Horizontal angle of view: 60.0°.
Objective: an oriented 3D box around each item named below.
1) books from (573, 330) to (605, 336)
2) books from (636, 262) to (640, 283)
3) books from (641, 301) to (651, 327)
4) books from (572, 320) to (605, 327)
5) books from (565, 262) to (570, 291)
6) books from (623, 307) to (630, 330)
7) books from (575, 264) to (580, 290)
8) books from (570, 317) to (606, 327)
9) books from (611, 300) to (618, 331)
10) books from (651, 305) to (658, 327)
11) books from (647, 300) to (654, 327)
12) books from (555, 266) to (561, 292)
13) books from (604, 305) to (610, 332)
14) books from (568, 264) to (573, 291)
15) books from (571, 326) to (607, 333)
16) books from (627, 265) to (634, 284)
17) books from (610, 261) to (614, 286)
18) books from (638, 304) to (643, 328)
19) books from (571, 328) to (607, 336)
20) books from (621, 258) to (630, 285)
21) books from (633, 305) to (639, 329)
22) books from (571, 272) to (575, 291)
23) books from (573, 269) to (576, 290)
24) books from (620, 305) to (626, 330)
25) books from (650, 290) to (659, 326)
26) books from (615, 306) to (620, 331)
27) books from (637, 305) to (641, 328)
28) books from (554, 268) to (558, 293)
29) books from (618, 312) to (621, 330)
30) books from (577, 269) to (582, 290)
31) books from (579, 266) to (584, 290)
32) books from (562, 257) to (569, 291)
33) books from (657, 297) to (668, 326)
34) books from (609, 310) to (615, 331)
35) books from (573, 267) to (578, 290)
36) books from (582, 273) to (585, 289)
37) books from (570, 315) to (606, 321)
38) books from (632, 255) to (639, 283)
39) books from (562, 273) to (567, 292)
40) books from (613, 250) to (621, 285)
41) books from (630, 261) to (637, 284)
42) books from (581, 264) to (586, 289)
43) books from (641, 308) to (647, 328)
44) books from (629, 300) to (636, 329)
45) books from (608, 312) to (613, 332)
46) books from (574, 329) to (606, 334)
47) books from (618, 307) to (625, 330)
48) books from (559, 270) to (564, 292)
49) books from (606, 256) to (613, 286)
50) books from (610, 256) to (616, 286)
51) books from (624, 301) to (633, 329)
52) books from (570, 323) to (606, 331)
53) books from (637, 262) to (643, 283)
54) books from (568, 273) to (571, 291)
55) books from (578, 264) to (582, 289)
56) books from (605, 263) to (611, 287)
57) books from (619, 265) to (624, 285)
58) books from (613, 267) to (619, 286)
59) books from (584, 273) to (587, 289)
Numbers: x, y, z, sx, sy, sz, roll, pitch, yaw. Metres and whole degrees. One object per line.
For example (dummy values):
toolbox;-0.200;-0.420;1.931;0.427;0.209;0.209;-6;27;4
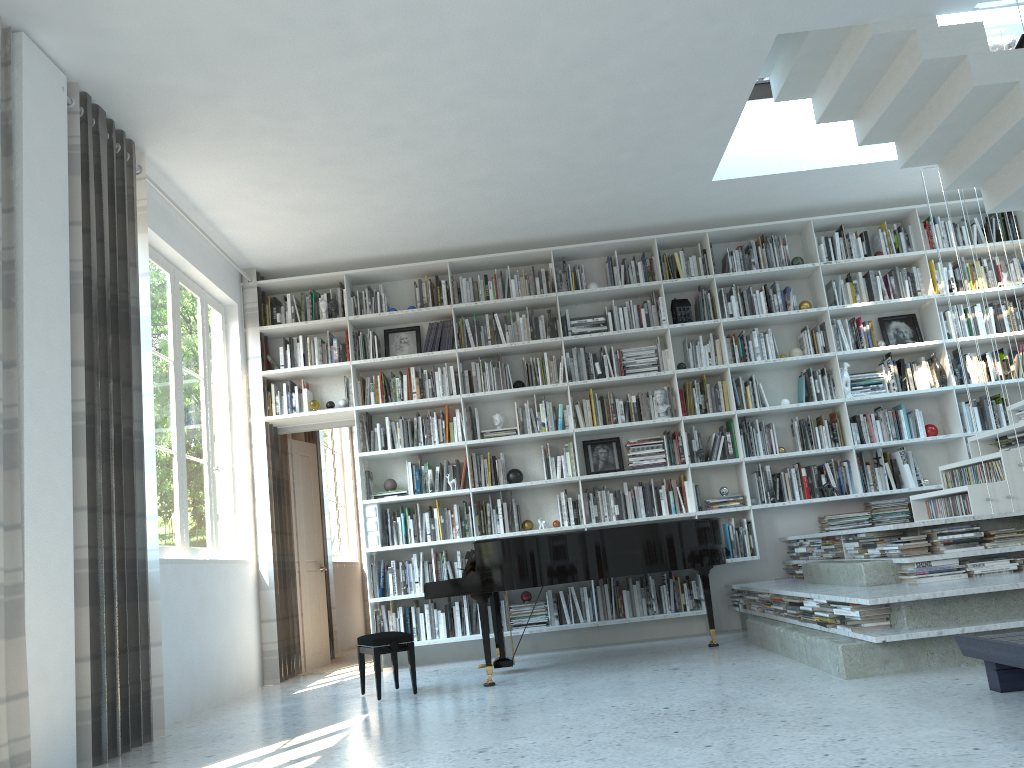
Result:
books;0.626;-0.395;7.190;0.254;0.012;0.161;-7;-12;5
books;1.024;-0.868;7.263;0.012;0.216;0.180;-6;-11;1
books;1.088;-0.530;7.191;0.032;0.248;0.173;-6;-11;1
books;0.619;-0.471;7.207;0.254;0.025;0.161;-6;-12;-3
books;0.458;-0.841;7.287;0.010;0.295;0.153;-6;-11;1
books;0.923;-0.495;7.198;0.028;0.218;0.184;-6;-11;1
books;0.536;-0.834;7.281;0.013;0.264;0.147;-6;-11;1
books;0.616;-0.494;7.216;0.285;0.024;0.160;-7;-12;3
books;0.830;-0.520;7.189;0.011;0.283;0.190;-6;-11;1
books;1.149;-0.514;7.188;0.029;0.202;0.192;-6;-11;1
books;1.117;-0.536;7.207;0.029;0.261;0.133;-6;-11;1
books;0.380;-0.813;7.270;0.026;0.252;0.186;-6;-11;1
books;0.772;-0.495;7.203;0.012;0.253;0.161;-6;-11;1
books;0.481;-0.831;7.269;0.011;0.264;0.163;-6;-11;1
books;0.622;-0.429;7.203;0.285;0.012;0.160;-6;-12;-1
books;0.969;-0.855;7.261;0.033;0.202;0.166;-6;-11;1
books;0.816;-0.866;7.284;0.011;0.266;0.129;-6;-11;1
books;1.039;-0.514;7.194;0.012;0.230;0.158;-6;-11;1
books;0.623;-0.418;7.199;0.285;0.012;0.160;-6;-12;-2
books;0.935;-0.880;7.287;0.028;0.269;0.140;-6;-11;1
books;1.000;-0.507;7.188;0.023;0.222;0.191;-6;-11;1
books;0.502;-0.796;7.275;0.023;0.195;0.172;-6;-11;1
books;0.515;-0.812;7.298;0.006;0.232;0.136;-6;-11;1
books;0.902;-0.503;7.210;0.012;0.244;0.131;-6;-11;1
books;1.163;-0.578;7.209;0.012;0.333;0.156;-6;-11;1
books;0.849;-0.496;7.200;0.021;0.237;0.172;-6;-11;1
books;1.028;-0.512;7.201;0.010;0.230;0.152;-6;-11;1
books;0.361;-0.808;7.289;0.012;0.253;0.161;-6;-11;1
books;0.867;-0.479;7.208;0.011;0.203;0.133;-6;-11;1
books;0.552;-0.815;7.273;0.016;0.219;0.144;-6;-11;1
books;0.570;-0.828;7.292;0.013;0.249;0.148;-6;-11;1
books;0.444;-0.860;7.296;0.014;0.340;0.145;-6;-11;1
books;1.200;-0.548;7.136;0.037;0.236;0.273;-6;-11;1
books;0.817;-0.480;7.224;0.024;0.223;0.129;-6;-11;1
books;0.524;-0.823;7.286;0.014;0.247;0.139;-6;-11;1
books;0.585;-0.801;7.276;0.010;0.186;0.152;-6;-11;1
books;0.614;-0.517;7.226;0.285;0.024;0.160;-6;-12;1
books;1.010;-0.895;7.258;0.010;0.270;0.180;-6;-11;1
books;0.432;-0.789;7.270;0.026;0.194;0.166;-6;-11;1
books;0.863;-0.907;7.271;0.010;0.331;0.186;-6;-11;1
books;0.995;-0.874;7.269;0.023;0.236;0.154;-6;-11;1
books;0.591;-0.837;7.276;0.011;0.255;0.144;-6;-11;1
books;1.061;-0.497;7.186;0.029;0.188;0.176;-6;-11;1
books;0.975;-0.526;7.201;0.023;0.269;0.185;-6;-11;1
books;0.793;-0.466;7.192;0.025;0.187;0.193;-6;-11;1
books;0.624;-0.406;7.197;0.254;0.012;0.161;-6;-12;-2
books;0.884;-0.490;7.195;0.027;0.216;0.190;-6;-11;1
books;0.406;-0.800;7.285;0.023;0.227;0.157;-6;-11;1
books;0.802;-0.880;7.270;0.014;0.291;0.176;-6;-11;1
books;0.825;-0.883;7.278;0.011;0.295;0.157;-6;-11;1
books;0.949;-0.521;7.222;0.029;0.273;0.141;-6;-11;1
books;0.621;-0.447;7.200;0.285;0.024;0.160;-7;-12;5
books;1.042;-0.866;7.244;0.023;0.202;0.193;-6;-11;1
books;0.474;-0.795;7.290;0.011;0.205;0.146;-6;-11;1
books;0.560;-0.834;7.274;0.005;0.254;0.168;-6;-11;1
books;0.793;-0.853;7.283;0.012;0.245;0.151;-6;-11;1
books;0.900;-0.851;7.264;0.050;0.210;0.173;-6;-11;1
books;0.851;-0.840;7.282;0.031;0.208;0.147;-6;-11;1
books;0.600;-0.824;7.293;0.004;0.235;0.138;-6;-11;1
